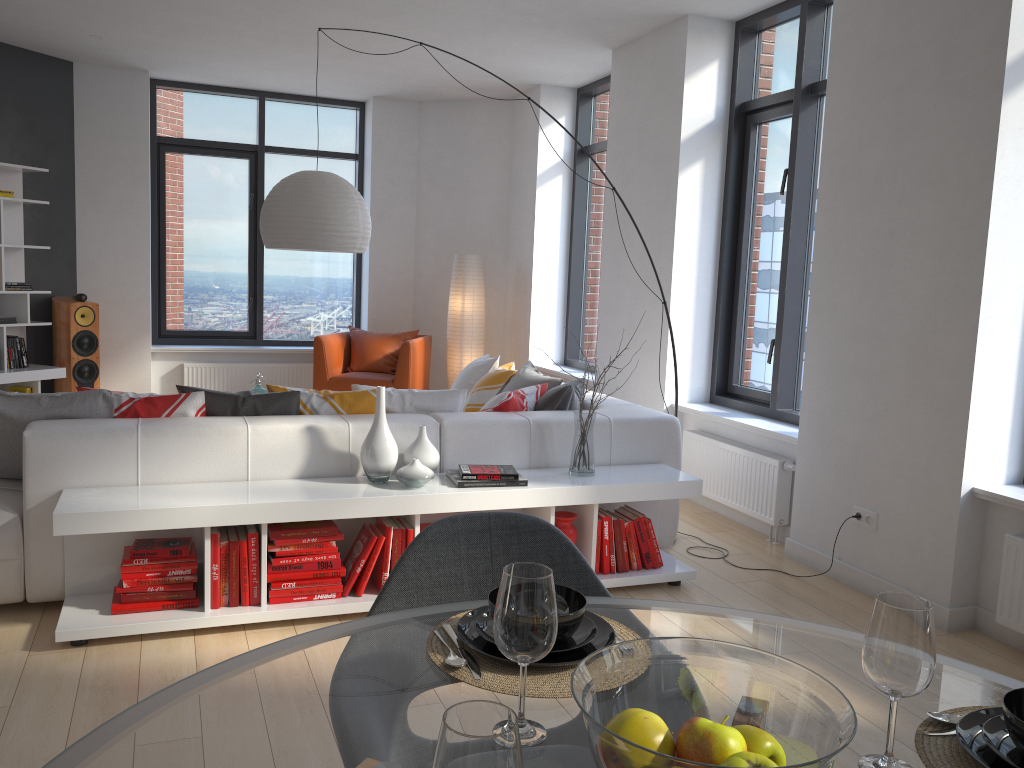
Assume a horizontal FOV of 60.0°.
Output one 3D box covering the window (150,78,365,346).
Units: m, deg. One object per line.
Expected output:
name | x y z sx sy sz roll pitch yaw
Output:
window | -2.424 -1.570 8.535 1.960 2.402 0.170 0 7 -21

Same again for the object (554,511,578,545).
object | 0.225 0.702 3.919 0.125 0.258 0.125 -4 9 -44

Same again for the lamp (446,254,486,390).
lamp | -0.266 -0.379 7.983 0.804 1.550 0.502 6 8 29

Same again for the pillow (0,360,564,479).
pillow | -1.020 0.149 4.468 2.953 0.453 0.647 -2 8 -33

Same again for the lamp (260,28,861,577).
lamp | 0.182 -0.510 4.639 3.199 2.647 0.710 4 7 14

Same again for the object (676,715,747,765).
object | 0.200 0.368 0.890 0.070 0.062 0.069 5 7 19

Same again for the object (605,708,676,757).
object | 0.129 0.374 0.912 0.077 0.073 0.078 6 8 28

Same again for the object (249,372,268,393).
object | -1.662 0.060 5.500 0.330 0.265 0.330 3 7 3

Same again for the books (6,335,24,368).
books | -3.913 -0.254 6.930 0.193 0.255 0.066 5 7 23

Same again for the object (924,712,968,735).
object | 0.688 0.480 1.112 0.206 0.015 0.309 0 7 -17

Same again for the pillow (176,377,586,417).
pillow | -0.509 0.192 4.323 2.120 0.436 0.608 -1 8 -26

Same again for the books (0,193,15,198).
books | -3.925 -1.423 6.669 0.194 0.028 0.257 6 8 28

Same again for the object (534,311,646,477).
object | 0.371 0.043 3.895 0.406 0.744 0.607 5 7 18

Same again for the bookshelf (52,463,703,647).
bookshelf | -0.430 0.661 3.689 2.600 0.500 0.356 0 7 -21

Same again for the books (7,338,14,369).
books | -3.947 -0.239 6.864 0.189 0.240 0.053 5 7 24

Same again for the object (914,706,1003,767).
object | 0.700 0.489 1.108 0.360 0.002 0.360 5 7 21

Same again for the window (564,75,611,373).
window | 0.826 -1.275 7.220 0.170 2.402 1.310 0 7 -21

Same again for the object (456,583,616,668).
object | 0.039 0.383 1.439 0.258 0.074 0.258 -4 9 -41

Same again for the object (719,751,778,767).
object | 0.221 0.378 0.824 0.070 0.071 0.068 8 9 40

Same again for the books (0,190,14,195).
books | -3.933 -1.449 6.667 0.203 0.024 0.257 6 8 26

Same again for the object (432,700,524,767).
object | -0.031 0.390 0.761 0.083 0.220 0.083 3 7 7

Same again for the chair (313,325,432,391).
chair | -1.212 -0.069 7.958 0.896 0.858 0.843 4 7 11

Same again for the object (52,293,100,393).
object | -3.664 -0.219 7.404 0.434 1.088 0.290 8 9 38

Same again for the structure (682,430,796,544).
structure | 1.295 0.579 5.131 0.110 0.460 1.015 0 7 -21

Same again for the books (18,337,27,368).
books | -3.894 -0.250 6.955 0.177 0.242 0.066 5 7 23

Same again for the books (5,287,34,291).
books | -3.866 -0.739 6.885 0.161 0.023 0.213 6 8 27

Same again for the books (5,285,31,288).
books | -3.868 -0.758 6.883 0.142 0.015 0.198 5 7 22

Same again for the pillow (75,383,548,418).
pillow | -0.812 0.221 4.200 2.250 0.449 0.575 -1 8 -24

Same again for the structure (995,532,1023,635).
structure | 2.124 0.870 3.006 0.110 0.460 1.015 0 7 -21

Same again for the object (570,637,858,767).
object | 0.194 0.401 0.901 0.278 0.184 0.278 1 7 -13

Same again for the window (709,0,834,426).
window | 1.656 -0.984 5.093 0.170 2.402 1.310 0 7 -21

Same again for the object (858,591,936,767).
object | 0.472 0.372 1.090 0.083 0.220 0.083 6 8 29

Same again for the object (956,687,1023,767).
object | 0.700 0.451 1.109 0.258 0.074 0.258 2 7 -2

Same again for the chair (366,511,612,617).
chair | 0.011 0.736 1.555 0.655 0.891 0.619 1 7 -15

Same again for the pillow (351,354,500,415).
pillow | -0.421 0.089 5.194 0.580 0.456 2.156 3 7 4

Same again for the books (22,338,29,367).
books | -3.910 -0.252 6.999 0.179 0.233 0.077 5 7 23

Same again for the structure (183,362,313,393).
structure | -2.341 0.029 8.430 1.474 0.460 0.110 0 7 -21

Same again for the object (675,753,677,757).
object | 0.186 0.420 0.931 0.082 0.069 0.083 -4 10 -44

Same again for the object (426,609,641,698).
object | 0.042 0.422 1.433 0.360 0.002 0.360 5 7 21

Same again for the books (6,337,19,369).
books | -3.915 -0.245 6.900 0.169 0.242 0.050 5 7 23

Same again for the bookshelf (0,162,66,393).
bookshelf | -4.350 -0.532 5.738 0.455 2.052 3.000 5 7 23

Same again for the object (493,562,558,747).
object | 0.016 0.346 1.143 0.083 0.220 0.083 8 9 40

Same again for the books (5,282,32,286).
books | -3.880 -0.779 6.889 0.161 0.023 0.213 6 8 27

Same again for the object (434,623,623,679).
object | 0.033 0.415 1.429 0.309 0.015 0.206 0 7 -17

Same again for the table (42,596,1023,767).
table | 0.176 0.870 0.970 1.499 0.764 1.499 -2 8 -32

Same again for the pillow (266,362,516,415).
pillow | -0.516 0.139 4.893 0.630 0.440 2.095 6 8 25

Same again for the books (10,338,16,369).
books | -3.931 -0.240 6.883 0.170 0.236 0.049 5 8 24

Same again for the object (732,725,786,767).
object | 0.253 0.392 0.929 0.066 0.060 0.075 0 7 -19

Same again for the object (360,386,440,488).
object | -0.464 0.209 3.677 0.316 0.398 0.319 3 7 3
